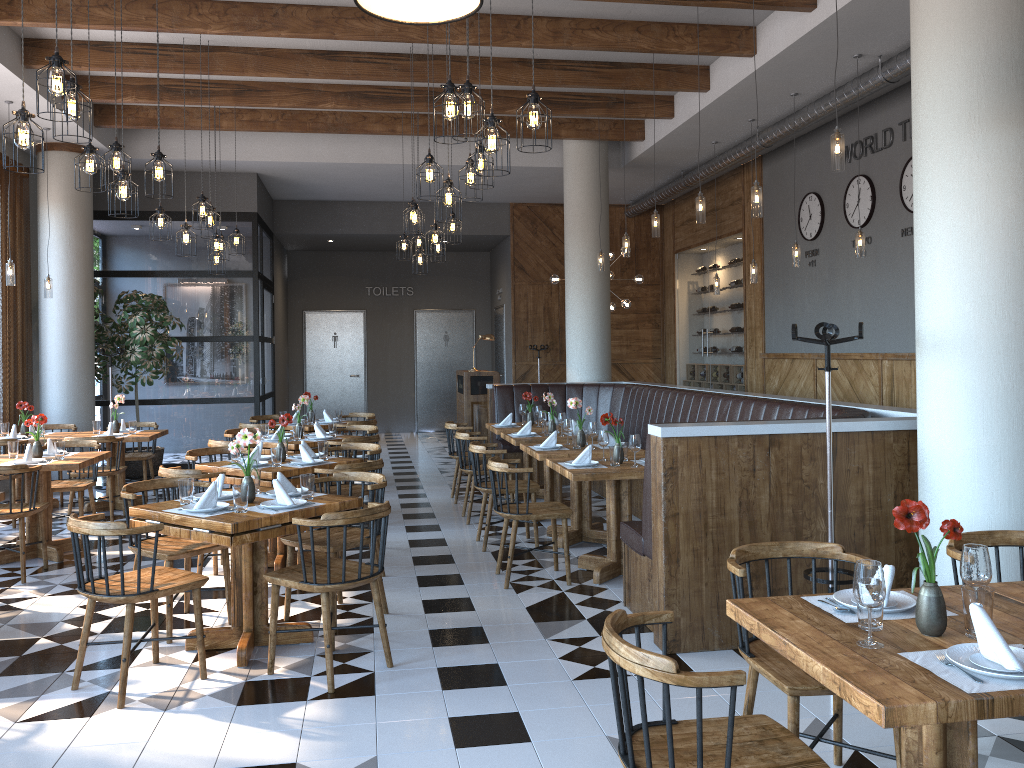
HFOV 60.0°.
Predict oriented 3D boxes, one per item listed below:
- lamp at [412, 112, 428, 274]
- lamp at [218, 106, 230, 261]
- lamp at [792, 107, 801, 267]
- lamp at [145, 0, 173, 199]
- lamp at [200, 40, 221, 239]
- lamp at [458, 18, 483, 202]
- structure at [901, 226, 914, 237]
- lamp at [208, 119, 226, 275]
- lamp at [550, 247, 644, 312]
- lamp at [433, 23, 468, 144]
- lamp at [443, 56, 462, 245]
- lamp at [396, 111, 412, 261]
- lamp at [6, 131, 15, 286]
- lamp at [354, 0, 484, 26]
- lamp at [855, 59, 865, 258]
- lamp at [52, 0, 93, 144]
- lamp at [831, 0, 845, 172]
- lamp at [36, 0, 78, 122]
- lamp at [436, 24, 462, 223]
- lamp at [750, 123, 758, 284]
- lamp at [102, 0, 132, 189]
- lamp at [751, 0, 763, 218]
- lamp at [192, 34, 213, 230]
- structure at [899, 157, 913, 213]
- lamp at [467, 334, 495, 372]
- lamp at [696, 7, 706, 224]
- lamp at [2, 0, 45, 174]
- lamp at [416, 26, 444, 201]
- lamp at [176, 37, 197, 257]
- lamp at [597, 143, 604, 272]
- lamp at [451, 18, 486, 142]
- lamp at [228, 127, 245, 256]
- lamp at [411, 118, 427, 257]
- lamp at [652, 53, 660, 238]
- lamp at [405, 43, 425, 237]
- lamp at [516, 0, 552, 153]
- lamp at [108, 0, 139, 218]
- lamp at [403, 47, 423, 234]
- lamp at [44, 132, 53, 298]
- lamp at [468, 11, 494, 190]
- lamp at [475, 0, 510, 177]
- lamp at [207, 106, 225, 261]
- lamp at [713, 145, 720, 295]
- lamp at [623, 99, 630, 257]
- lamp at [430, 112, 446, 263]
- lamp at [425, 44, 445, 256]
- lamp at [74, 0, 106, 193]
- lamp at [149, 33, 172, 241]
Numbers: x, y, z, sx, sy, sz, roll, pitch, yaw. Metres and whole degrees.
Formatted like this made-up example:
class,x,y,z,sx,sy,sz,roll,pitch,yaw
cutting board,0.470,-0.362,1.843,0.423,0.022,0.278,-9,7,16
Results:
class,x,y,z,sx,sy,sz,roll,pitch,yaw
lamp,-1.076,-2.311,10.267,0.175,2.071,0.175,-1,0,34
lamp,-3.343,-2.449,10.151,0.175,2.071,0.175,-1,0,-8
lamp,2.822,-2.149,8.837,0.078,1.964,0.078,-1,0,25
lamp,-2.332,-2.263,5.826,0.175,2.071,0.175,-1,0,-24
lamp,-2.797,-2.385,8.192,0.175,2.071,0.175,-1,0,-26
lamp,-0.312,-2.355,6.373,0.175,2.071,0.175,-1,0,40
structure,3.838,-1.457,8.323,0.021,0.080,0.583,-1,2,-9
lamp,-3.320,-2.267,9.936,0.175,2.071,0.175,-1,0,3
lamp,1.269,-1.937,13.260,1.186,2.193,1.161,-1,0,42
lamp,-0.331,-2.290,4.571,0.175,2.071,0.175,-1,0,-2
lamp,-0.585,-2.386,8.521,0.175,2.071,0.175,-1,0,31
lamp,-1.272,-2.486,10.361,0.175,2.071,0.175,-1,0,23
lamp,-4.943,-1.949,8.716,0.078,1.964,0.078,-1,0,-23
lamp,-0.294,-2.082,2.672,0.390,1.865,0.390,-1,0,-22
lamp,3.011,-2.076,7.695,0.078,1.964,0.078,-1,0,-2
lamp,-2.215,-2.258,4.445,0.175,2.071,0.175,-1,0,-35
lamp,1.920,-2.245,5.260,0.078,1.964,0.078,-1,0,-34
lamp,-2.186,-2.308,4.239,0.175,2.071,0.175,-1,0,-23
lamp,-0.455,-2.173,6.214,0.175,2.071,0.175,-1,0,-39
lamp,2.663,-2.097,9.811,0.078,1.964,0.078,-1,0,-23
lamp,-2.679,-2.364,5.980,0.175,2.071,0.175,-1,0,10
lamp,1.741,-2.176,6.354,0.078,1.964,0.078,-1,0,31
lamp,-2.799,-2.435,7.984,0.175,2.071,0.175,-1,0,-15
structure,3.821,-1.883,8.316,0.046,0.560,0.561,-1,1,-9
lamp,-0.407,-0.271,11.463,0.445,0.757,0.170,-1,0,-34
lamp,1.565,-2.325,7.413,0.078,1.964,0.078,-1,0,9
lamp,-2.395,-2.077,4.330,0.175,2.071,0.175,-1,0,-23
lamp,-0.571,-2.295,6.025,0.175,2.071,0.175,-1,0,18
lamp,-2.992,-2.205,8.106,0.175,2.071,0.175,-1,0,-15
lamp,1.047,-2.323,10.566,0.078,1.964,0.078,-1,0,23
lamp,-0.248,-2.354,4.762,0.175,2.071,0.175,-1,0,9
lamp,-3.146,-2.506,10.086,0.175,2.071,0.175,-1,0,3
lamp,-1.115,-2.549,10.498,0.175,2.071,0.175,-1,0,34
lamp,1.376,-2.398,8.554,0.078,1.964,0.078,-1,0,25
lamp,-0.916,-2.414,8.239,0.175,2.071,0.175,-1,0,-37
lamp,0.102,-2.254,4.615,0.175,2.071,0.175,-1,0,-25
lamp,-2.548,-2.128,5.785,0.175,2.071,0.175,-1,0,10
lamp,-0.956,-2.477,8.444,0.175,2.071,0.175,-1,0,-26
lamp,-5.113,-1.926,9.753,0.078,1.964,0.078,-1,0,23
lamp,-0.229,-2.406,6.183,0.175,2.071,0.175,-1,0,-39
lamp,-0.113,-2.118,4.570,0.175,2.071,0.175,-1,0,9
lamp,-3.257,-2.391,9.724,0.175,2.071,0.175,-1,0,-30
lamp,2.493,-2.073,10.848,0.078,1.964,0.078,-1,0,23
lamp,1.217,-2.346,9.529,0.078,1.964,0.078,-1,0,-23
lamp,-0.863,-2.443,10.214,0.175,2.071,0.175,-1,0,1
lamp,-0.736,-2.247,8.360,0.175,2.071,0.175,-1,0,-26
lamp,-2.766,-2.299,5.791,0.175,2.071,0.175,-1,0,-1
lamp,-3.176,-2.329,7.979,0.175,2.071,0.175,-1,0,42
